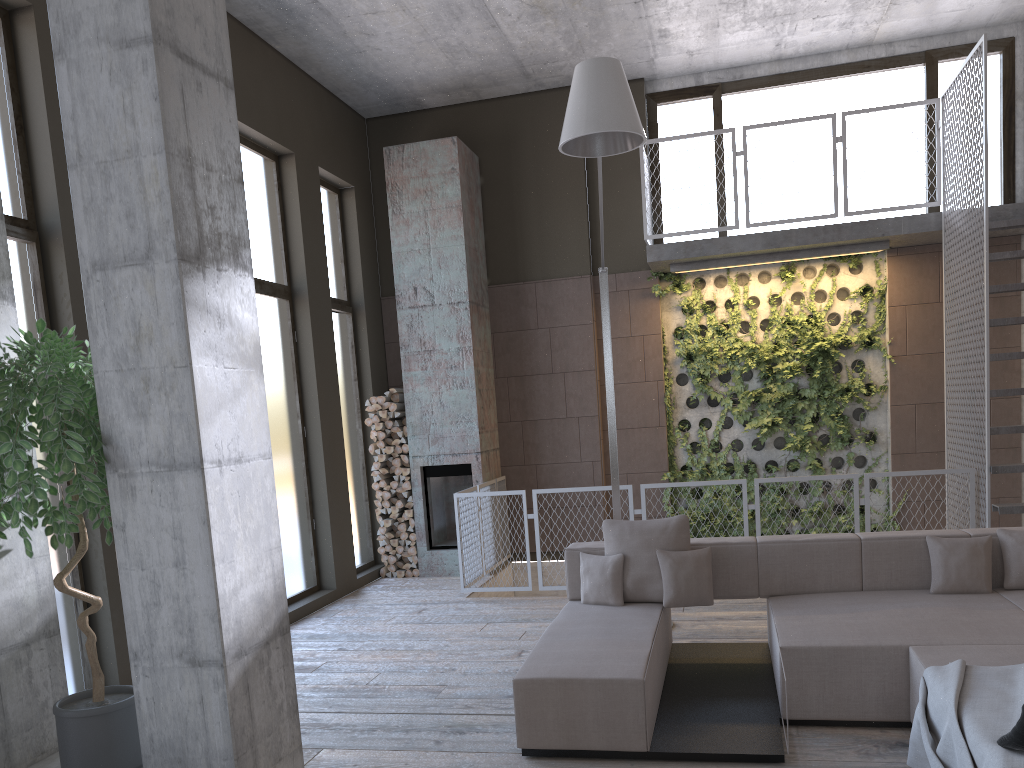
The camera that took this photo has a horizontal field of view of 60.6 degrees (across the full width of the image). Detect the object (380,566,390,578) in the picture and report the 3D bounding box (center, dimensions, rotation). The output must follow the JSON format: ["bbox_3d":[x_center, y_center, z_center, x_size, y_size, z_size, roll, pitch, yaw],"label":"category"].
[{"bbox_3d":[-1.397,2.097,9.897,0.064,0.126,0.360,-3,-1,12],"label":"object"}]

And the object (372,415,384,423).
[{"bbox_3d":[-1.420,0.384,9.660,0.091,0.090,0.451,-4,-1,13],"label":"object"}]

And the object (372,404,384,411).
[{"bbox_3d":[-1.406,0.255,9.634,0.113,0.080,0.431,-4,-1,13],"label":"object"}]

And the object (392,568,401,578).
[{"bbox_3d":[-1.245,2.117,9.901,0.067,0.068,0.419,-4,-1,13],"label":"object"}]

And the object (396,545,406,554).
[{"bbox_3d":[-1.184,1.823,9.829,0.091,0.090,0.451,-4,-1,12],"label":"object"}]

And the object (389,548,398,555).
[{"bbox_3d":[-1.280,1.861,9.837,0.089,0.057,0.329,-4,-2,13],"label":"object"}]

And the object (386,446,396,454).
[{"bbox_3d":[-1.270,0.720,9.718,0.093,0.084,0.475,-4,-1,13],"label":"object"}]

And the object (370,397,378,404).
[{"bbox_3d":[-1.445,0.184,9.675,0.091,0.091,0.451,-4,-1,12],"label":"object"}]

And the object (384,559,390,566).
[{"bbox_3d":[-1.368,1.981,9.802,0.045,0.073,0.249,-3,-1,13],"label":"object"}]

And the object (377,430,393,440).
[{"bbox_3d":[-1.385,0.556,9.656,0.098,0.108,0.291,-3,-1,14],"label":"object"}]

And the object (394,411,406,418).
[{"bbox_3d":[-1.181,0.329,9.613,0.066,0.068,0.419,-3,-1,13],"label":"object"}]

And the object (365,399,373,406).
[{"bbox_3d":[-1.511,0.204,9.663,0.067,0.069,0.419,-3,-1,13],"label":"object"}]

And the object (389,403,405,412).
[{"bbox_3d":[-1.228,0.253,9.608,0.093,0.094,0.433,-4,-1,13],"label":"object"}]

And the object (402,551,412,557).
[{"bbox_3d":[-1.116,1.875,9.822,0.122,0.068,0.360,-4,-1,15],"label":"object"}]

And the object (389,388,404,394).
[{"bbox_3d":[-1.249,0.078,9.634,0.088,0.056,0.329,-4,-2,13],"label":"object"}]

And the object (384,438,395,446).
[{"bbox_3d":[-1.302,0.637,9.750,0.101,0.087,0.359,-4,-1,13],"label":"object"}]

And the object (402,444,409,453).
[{"bbox_3d":[-1.101,0.698,9.690,0.092,0.093,0.433,-4,-1,13],"label":"object"}]

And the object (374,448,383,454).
[{"bbox_3d":[-1.421,0.740,9.759,0.067,0.068,0.419,-4,-1,13],"label":"object"}]

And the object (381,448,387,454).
[{"bbox_3d":[-1.342,0.736,9.740,0.067,0.068,0.419,-4,-1,13],"label":"object"}]

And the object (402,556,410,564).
[{"bbox_3d":[-1.144,1.956,9.923,0.104,0.103,0.289,-4,-1,13],"label":"object"}]

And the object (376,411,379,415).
[{"bbox_3d":[-1.403,0.313,9.753,0.071,0.072,0.419,-4,-1,13],"label":"object"}]

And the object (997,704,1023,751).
[{"bbox_3d":[1.818,1.158,2.962,0.302,0.171,0.296,-4,0,1],"label":"object"}]

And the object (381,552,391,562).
[{"bbox_3d":[-1.370,1.935,9.882,0.101,0.104,0.290,-3,-1,15],"label":"object"}]

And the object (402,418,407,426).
[{"bbox_3d":[-1.115,0.412,9.717,0.100,0.103,0.290,-3,-1,15],"label":"object"}]

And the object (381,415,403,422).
[{"bbox_3d":[-1.316,0.381,9.665,0.115,0.080,0.431,-4,-1,13],"label":"object"}]

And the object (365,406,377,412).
[{"bbox_3d":[-1.493,0.274,9.696,0.122,0.069,0.360,-4,-1,15],"label":"object"}]

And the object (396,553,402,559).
[{"bbox_3d":[-1.213,1.896,9.852,0.064,0.075,0.356,-3,-1,12],"label":"object"}]

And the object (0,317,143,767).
[{"bbox_3d":[-1.809,0.683,3.525,0.995,1.887,0.960,-6,5,-20],"label":"object"}]

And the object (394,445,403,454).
[{"bbox_3d":[-1.184,0.713,9.716,0.091,0.090,0.451,-4,-1,13],"label":"object"}]

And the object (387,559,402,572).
[{"bbox_3d":[-1.285,2.039,9.906,0.092,0.094,0.433,-4,-1,13],"label":"object"}]

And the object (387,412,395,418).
[{"bbox_3d":[-1.259,0.336,9.633,0.067,0.067,0.419,-4,-1,13],"label":"object"}]

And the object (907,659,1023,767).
[{"bbox_3d":[1.891,1.428,3.154,1.047,0.508,1.581,-4,-1,32],"label":"object"}]

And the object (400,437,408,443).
[{"bbox_3d":[-1.136,0.611,9.677,0.071,0.073,0.419,-3,-1,13],"label":"object"}]

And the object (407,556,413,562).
[{"bbox_3d":[-1.074,1.938,9.832,0.067,0.086,0.421,-3,-1,11],"label":"object"}]

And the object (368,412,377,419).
[{"bbox_3d":[-1.478,0.345,9.690,0.066,0.087,0.421,-3,-1,11],"label":"object"}]

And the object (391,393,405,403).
[{"bbox_3d":[-1.235,0.156,9.672,0.099,0.109,0.291,-3,-1,14],"label":"object"}]

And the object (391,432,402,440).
[{"bbox_3d":[-1.242,0.575,9.762,0.104,0.103,0.289,-4,-1,13],"label":"object"}]

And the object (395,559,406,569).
[{"bbox_3d":[-1.205,2.018,9.911,0.101,0.087,0.359,-4,-1,13],"label":"object"}]

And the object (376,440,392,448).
[{"bbox_3d":[-1.383,0.659,9.745,0.092,0.094,0.433,-4,-1,13],"label":"object"}]

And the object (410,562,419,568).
[{"bbox_3d":[-1.039,1.992,9.838,0.071,0.073,0.419,-3,-1,13],"label":"object"}]

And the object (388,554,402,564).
[{"bbox_3d":[-1.287,1.937,9.817,0.098,0.108,0.291,-3,-1,14],"label":"object"}]

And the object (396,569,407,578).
[{"bbox_3d":[-1.173,2.101,9.879,0.093,0.084,0.475,-4,-1,13],"label":"object"}]

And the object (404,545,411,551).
[{"bbox_3d":[-1.110,1.808,9.839,0.067,0.072,0.419,-3,-1,13],"label":"object"}]

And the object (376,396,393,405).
[{"bbox_3d":[-1.375,0.182,9.572,0.104,0.104,0.289,-4,-1,13],"label":"object"}]

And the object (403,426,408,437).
[{"bbox_3d":[-1.107,0.515,9.657,0.064,0.127,0.360,-3,-1,12],"label":"object"}]

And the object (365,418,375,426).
[{"bbox_3d":[-1.502,0.415,9.688,0.091,0.093,0.433,-4,-1,13],"label":"object"}]

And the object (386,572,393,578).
[{"bbox_3d":[-1.324,2.121,9.920,0.067,0.068,0.419,-4,-1,13],"label":"object"}]

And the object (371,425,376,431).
[{"bbox_3d":[-1.453,0.475,9.688,0.067,0.068,0.419,-4,-1,13],"label":"object"}]

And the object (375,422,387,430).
[{"bbox_3d":[-1.381,0.459,9.667,0.093,0.084,0.475,-4,-1,13],"label":"object"}]

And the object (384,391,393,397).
[{"bbox_3d":[-1.313,0.120,9.628,0.065,0.074,0.356,-3,-1,12],"label":"object"}]
